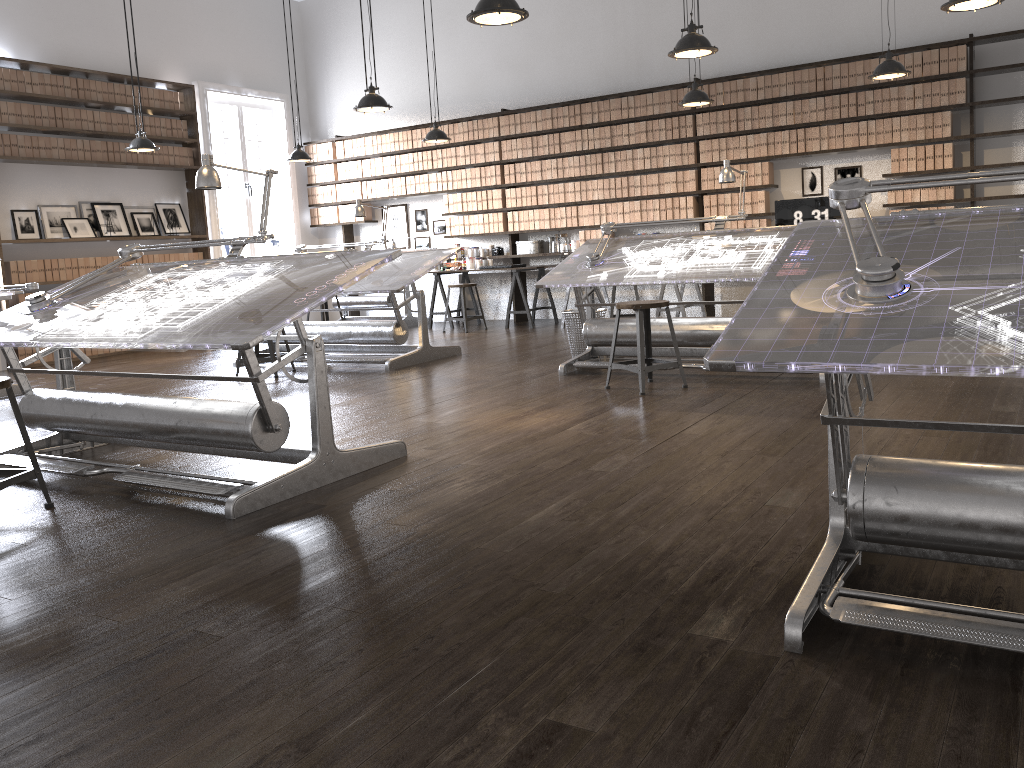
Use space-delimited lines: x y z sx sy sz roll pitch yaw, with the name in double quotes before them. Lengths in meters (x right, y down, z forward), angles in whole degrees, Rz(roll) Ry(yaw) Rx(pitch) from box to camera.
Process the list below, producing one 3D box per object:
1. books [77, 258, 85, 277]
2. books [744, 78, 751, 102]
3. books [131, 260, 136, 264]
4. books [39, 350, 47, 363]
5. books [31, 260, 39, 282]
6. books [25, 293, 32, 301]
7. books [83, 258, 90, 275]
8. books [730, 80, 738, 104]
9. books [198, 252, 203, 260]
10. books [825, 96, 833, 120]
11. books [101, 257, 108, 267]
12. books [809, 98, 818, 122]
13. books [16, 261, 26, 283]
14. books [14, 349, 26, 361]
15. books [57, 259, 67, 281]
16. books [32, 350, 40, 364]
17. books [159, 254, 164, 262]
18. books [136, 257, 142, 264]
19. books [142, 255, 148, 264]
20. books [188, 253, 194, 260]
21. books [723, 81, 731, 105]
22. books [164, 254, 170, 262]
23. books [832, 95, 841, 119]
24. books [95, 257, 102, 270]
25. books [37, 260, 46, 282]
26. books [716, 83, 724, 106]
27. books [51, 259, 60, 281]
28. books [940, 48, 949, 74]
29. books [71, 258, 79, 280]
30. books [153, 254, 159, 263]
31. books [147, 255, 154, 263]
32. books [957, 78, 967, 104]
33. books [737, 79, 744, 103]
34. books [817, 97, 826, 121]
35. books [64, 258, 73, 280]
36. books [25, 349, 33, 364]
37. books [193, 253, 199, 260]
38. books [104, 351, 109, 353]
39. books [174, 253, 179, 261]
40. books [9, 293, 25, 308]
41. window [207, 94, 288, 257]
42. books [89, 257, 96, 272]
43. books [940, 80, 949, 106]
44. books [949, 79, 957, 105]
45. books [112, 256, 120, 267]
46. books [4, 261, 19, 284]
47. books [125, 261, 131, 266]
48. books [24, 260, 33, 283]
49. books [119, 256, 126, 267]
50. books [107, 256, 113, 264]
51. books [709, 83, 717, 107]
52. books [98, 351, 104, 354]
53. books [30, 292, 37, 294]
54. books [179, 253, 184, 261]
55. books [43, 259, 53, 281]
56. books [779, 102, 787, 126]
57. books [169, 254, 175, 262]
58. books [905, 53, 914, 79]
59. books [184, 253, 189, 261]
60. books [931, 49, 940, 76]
"books" -4.571 -1.209 9.302 0.174 0.224 0.067 1 8 32
"books" 2.351 -2.894 8.752 0.067 0.224 0.175 0 8 32
"books" -4.249 -1.310 9.827 0.174 0.224 0.067 1 8 32
"books" -4.792 -0.332 8.957 0.174 0.224 0.067 1 8 32
"books" -4.835 -1.128 8.887 0.174 0.224 0.067 1 8 32
"books" -4.861 -0.795 8.839 0.174 0.224 0.067 1 8 32
"books" -4.540 -1.220 9.361 0.174 0.224 0.067 1 8 32
"books" 2.237 -2.898 8.824 0.067 0.224 0.175 0 8 32
"books" -3.770 -1.457 10.589 0.174 0.224 0.067 1 8 32
"books" 3.014 -2.597 8.371 0.067 0.224 0.175 0 8 32
"books" -4.433 -1.253 9.535 0.174 0.224 0.067 1 8 32
"books" 2.893 -2.602 8.451 0.067 0.224 0.175 0 8 32
"books" -4.902 -1.106 8.771 0.174 0.224 0.067 1 8 32
"books" -4.907 -0.297 8.780 0.174 0.224 0.067 1 8 32
"books" -4.683 -1.175 9.127 0.174 0.224 0.067 1 8 32
"books" -4.829 -0.320 8.895 0.174 0.224 0.067 1 8 32
"books" -4.058 -1.369 10.137 0.174 0.224 0.067 1 8 32
"books" -4.211 -1.322 9.892 0.174 0.224 0.067 1 8 32
"books" -4.168 -1.334 9.952 0.174 0.224 0.067 1 8 32
"books" -3.845 -1.435 10.478 0.174 0.224 0.067 1 8 32
"books" 2.177 -2.901 8.861 0.067 0.224 0.175 0 8 32
"books" -4.021 -1.381 10.197 0.174 0.224 0.067 1 8 32
"books" 3.070 -2.596 8.342 0.067 0.224 0.175 0 8 32
"books" -4.466 -1.242 9.473 0.174 0.224 0.067 1 8 32
"books" -4.802 -1.139 8.944 0.174 0.224 0.067 1 8 32
"books" 2.115 -2.902 8.895 0.067 0.224 0.175 0 8 32
"books" -4.724 -1.163 9.070 0.174 0.224 0.067 1 8 32
"books" 3.830 -2.843 7.831 0.067 0.224 0.175 0 8 32
"books" -4.612 -1.198 9.249 0.174 0.224 0.067 1 8 32
"books" -4.092 -1.358 10.075 0.174 0.224 0.067 1 8 32
"books" -4.133 -1.346 10.018 0.174 0.224 0.067 1 8 32
"books" 3.958 -2.564 7.787 0.067 0.224 0.175 0 8 32
"books" 2.291 -2.895 8.783 0.067 0.224 0.175 0 8 32
"books" 2.953 -2.599 8.410 0.067 0.224 0.175 0 8 32
"books" -4.649 -1.186 9.189 0.174 0.224 0.067 1 8 32
"books" -4.869 -0.309 8.838 0.174 0.224 0.067 1 8 32
"books" -3.810 -1.447 10.538 0.174 0.224 0.067 1 8 32
"books" -4.428 -0.443 9.535 0.174 0.224 0.067 1 8 32
"books" -3.949 -1.403 10.309 0.174 0.224 0.067 1 8 32
"books" -4.899 -0.783 8.778 0.174 0.224 0.067 1 8 32
"window" -3.358 -2.429 11.199 0.153 2.297 1.252 0 7 32
"books" -4.506 -1.230 9.413 0.174 0.224 0.067 1 8 32
"books" 3.847 -2.568 7.853 0.067 0.224 0.175 0 8 32
"books" 3.906 -2.567 7.822 0.067 0.224 0.175 0 8 32
"books" -4.358 -1.276 9.651 0.174 0.224 0.067 1 8 32
"books" -4.943 -1.094 8.712 0.174 0.224 0.067 1 8 32
"books" -4.279 -1.299 9.771 0.174 0.224 0.067 1 8 32
"books" -4.864 -1.118 8.832 0.174 0.224 0.067 1 8 32
"books" -4.317 -1.287 9.710 0.174 0.224 0.067 1 8 32
"books" -4.398 -1.265 9.594 0.174 0.224 0.067 1 8 32
"books" 2.057 -2.905 8.937 0.067 0.224 0.175 0 8 32
"books" -4.465 -0.433 9.484 0.174 0.224 0.067 1 8 32
"books" -4.825 -0.806 8.902 0.174 0.224 0.067 1 8 32
"books" -3.915 -1.413 10.362 0.174 0.224 0.067 1 8 32
"books" -4.759 -1.151 9.004 0.174 0.224 0.067 1 8 32
"books" 2.653 -2.610 8.600 0.067 0.224 0.175 0 8 32
"books" -3.980 -1.392 10.251 0.174 0.224 0.067 1 8 32
"books" 3.589 -2.851 7.979 0.067 0.224 0.175 0 8 32
"books" -3.878 -1.424 10.417 0.174 0.224 0.067 1 8 32
"books" 3.766 -2.845 7.869 0.067 0.224 0.175 0 8 32
